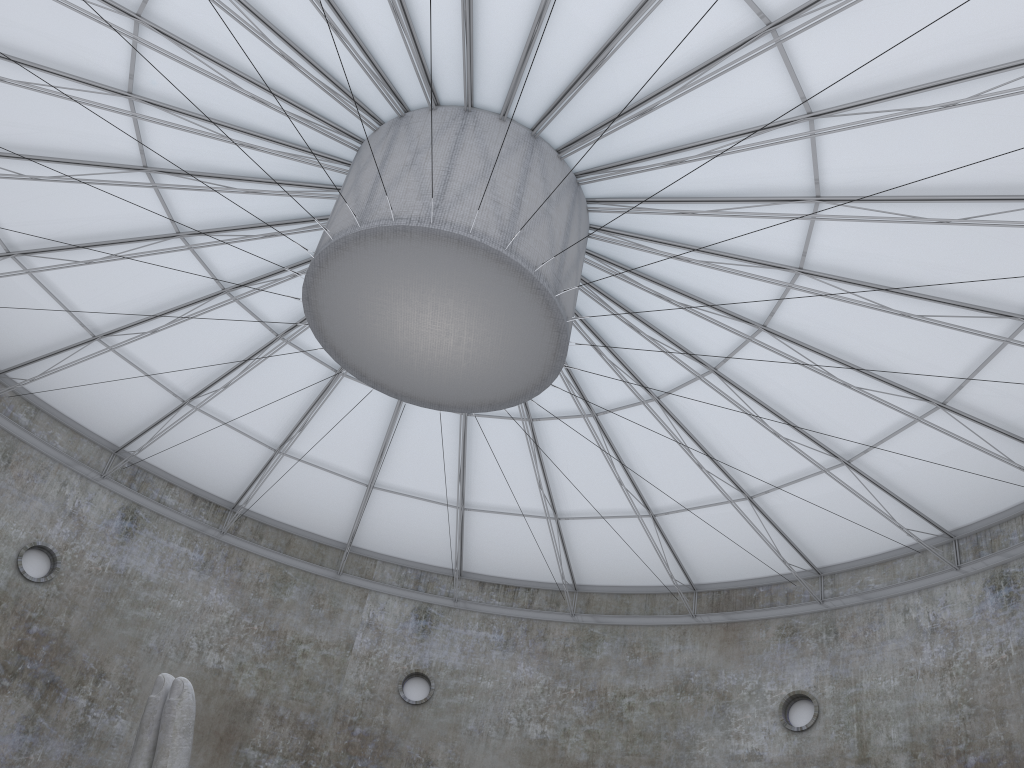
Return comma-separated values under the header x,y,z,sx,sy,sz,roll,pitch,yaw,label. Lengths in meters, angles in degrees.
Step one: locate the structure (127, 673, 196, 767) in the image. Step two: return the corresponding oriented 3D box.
x,y,z,sx,sy,sz,roll,pitch,yaw,label
-1.771,8.972,15.035,15.686,5.554,10.985,-24,-49,39,structure
